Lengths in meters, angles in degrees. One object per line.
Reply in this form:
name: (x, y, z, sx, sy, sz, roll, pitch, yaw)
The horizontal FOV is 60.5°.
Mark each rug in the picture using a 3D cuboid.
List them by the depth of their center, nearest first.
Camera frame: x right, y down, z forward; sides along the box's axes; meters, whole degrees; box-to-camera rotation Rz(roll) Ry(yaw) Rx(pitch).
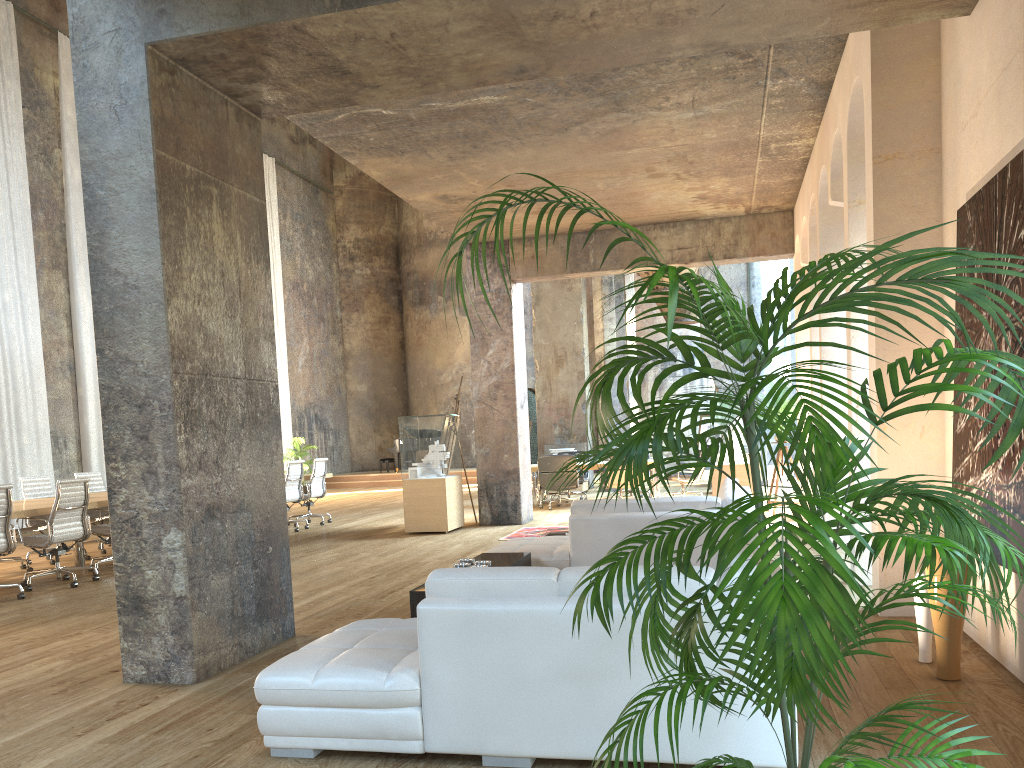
rug: (1.180, 1.801, 10.742, 2.465, 0.009, 1.340, -4, -3, 14)

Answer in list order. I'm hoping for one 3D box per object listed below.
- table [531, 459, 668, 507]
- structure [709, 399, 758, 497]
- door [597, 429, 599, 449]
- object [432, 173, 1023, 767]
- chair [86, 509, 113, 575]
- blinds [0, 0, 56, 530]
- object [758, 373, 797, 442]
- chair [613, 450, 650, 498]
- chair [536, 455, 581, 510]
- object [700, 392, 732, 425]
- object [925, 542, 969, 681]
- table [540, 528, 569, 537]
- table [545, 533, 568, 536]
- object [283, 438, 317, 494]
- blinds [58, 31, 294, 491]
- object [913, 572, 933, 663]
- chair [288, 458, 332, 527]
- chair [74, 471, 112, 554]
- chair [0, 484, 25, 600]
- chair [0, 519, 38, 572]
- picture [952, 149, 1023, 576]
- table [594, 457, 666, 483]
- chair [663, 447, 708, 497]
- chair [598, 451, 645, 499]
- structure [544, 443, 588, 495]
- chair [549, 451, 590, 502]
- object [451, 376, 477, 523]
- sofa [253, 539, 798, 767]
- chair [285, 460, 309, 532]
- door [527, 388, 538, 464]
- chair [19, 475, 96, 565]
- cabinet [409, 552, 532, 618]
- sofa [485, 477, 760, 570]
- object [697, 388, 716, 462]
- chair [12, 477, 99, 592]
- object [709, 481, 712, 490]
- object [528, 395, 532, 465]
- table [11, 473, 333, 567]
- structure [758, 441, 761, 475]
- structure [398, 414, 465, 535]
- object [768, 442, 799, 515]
table: (1.438, 1.694, 14.994, 2.413, 0.705, 1.099, -3, -1, 14)
structure: (2.964, 1.003, 11.698, 0.595, 1.558, 0.737, -2, 3, 14)
door: (2.788, 1.307, 25.918, 0.110, 2.650, 0.900, -6, 5, -34)
object: (0.583, 0.413, 2.141, 1.403, 1.825, 1.347, -2, 2, 20)
chair: (-4.203, 1.469, 9.316, 0.700, 1.032, 0.660, -2, 2, 19)
blinds: (-8.913, -2.093, 11.034, 0.275, 8.702, 7.781, -2, 1, 15)
object: (3.663, 0.322, 11.961, 0.688, 0.946, 0.855, -3, 1, 4)
chair: (2.110, 1.603, 15.601, 0.730, 0.898, 0.816, -2, 1, 14)
chair: (0.776, 1.597, 14.410, 0.730, 0.898, 0.817, -3, 1, 8)
object: (4.056, 0.603, 17.047, 0.860, 0.946, 0.683, -2, 2, 16)
object: (2.025, 1.057, 4.081, 0.174, 0.635, 0.236, -3, 3, 2)
table: (0.744, 1.599, 8.918, 0.861, 0.248, 0.368, -3, -1, 14)
table: (0.658, 1.604, 8.562, 0.791, 0.204, 1.105, -3, -3, 14)
object: (-5.359, 2.071, 22.201, 1.092, 1.467, 1.122, -3, 1, 5)
blinds: (-6.874, -1.698, 19.406, 0.275, 8.702, 7.781, -2, 1, 15)
object: (2.059, 1.163, 4.383, 0.101, 0.455, 0.100, 0, 5, 38)
chair: (-3.194, 1.675, 13.618, 0.700, 1.032, 0.660, -2, 2, 19)
chair: (-5.164, 1.631, 11.278, 0.700, 1.032, 0.660, -2, 2, 22)
chair: (-4.643, 1.384, 7.508, 0.700, 1.032, 0.660, -2, 2, 19)
chair: (-5.583, 1.548, 9.520, 0.700, 1.032, 0.661, -2, 2, 13)
picture: (2.218, -0.067, 4.012, 0.069, 1.782, 1.493, -2, 1, 14)
table: (2.736, 2.066, 21.066, 1.873, 0.550, 0.936, -3, -2, 14)
chair: (2.879, 1.509, 14.628, 0.821, 0.899, 0.726, -3, 1, 8)
chair: (1.765, 1.537, 14.197, 0.728, 0.898, 0.819, -3, 1, -13)
structure: (1.124, 1.734, 18.079, 0.744, 1.021, 0.730, -2, 2, 14)
chair: (1.027, 1.671, 15.870, 0.731, 0.898, 0.816, -2, 1, 20)
object: (-0.885, 0.969, 12.596, 0.685, 2.162, 0.695, -2, 4, 13)
sofa: (0.089, 1.083, 3.713, 2.070, 0.726, 1.066, -3, -1, 13)
chair: (-3.363, 1.633, 12.773, 0.700, 1.032, 0.660, -2, 2, 22)
door: (0.487, 1.283, 26.480, 0.899, 2.313, 0.091, -4, 5, -28)
chair: (-5.374, 1.591, 10.426, 0.700, 1.032, 0.660, -2, 2, 19)
cabinet: (-0.228, 1.396, 5.750, 0.396, 0.371, 1.554, -3, -3, 14)
sofa: (1.080, 1.274, 7.784, 2.067, 0.726, 2.915, -3, -3, 14)
object: (4.705, 1.172, 20.603, 0.701, 2.162, 0.679, 1, 5, 42)
chair: (-4.417, 1.427, 8.426, 0.700, 1.032, 0.660, -2, 2, 17)
object: (4.234, 1.544, 17.005, 0.655, 0.979, 0.570, -4, 3, -40)
object: (0.207, 1.322, 19.480, 0.684, 2.162, 0.696, 0, 5, 40)
table: (-4.592, 1.708, 10.818, 1.603, 0.762, 7.678, -3, -3, 14)
structure: (4.131, 1.467, 15.992, 0.736, 1.021, 0.738, -2, 2, 14)
structure: (-1.062, 1.200, 11.748, 0.595, 1.558, 0.737, -2, 3, 14)
object: (3.647, 1.279, 12.042, 0.656, 0.979, 0.569, -4, 2, -22)
